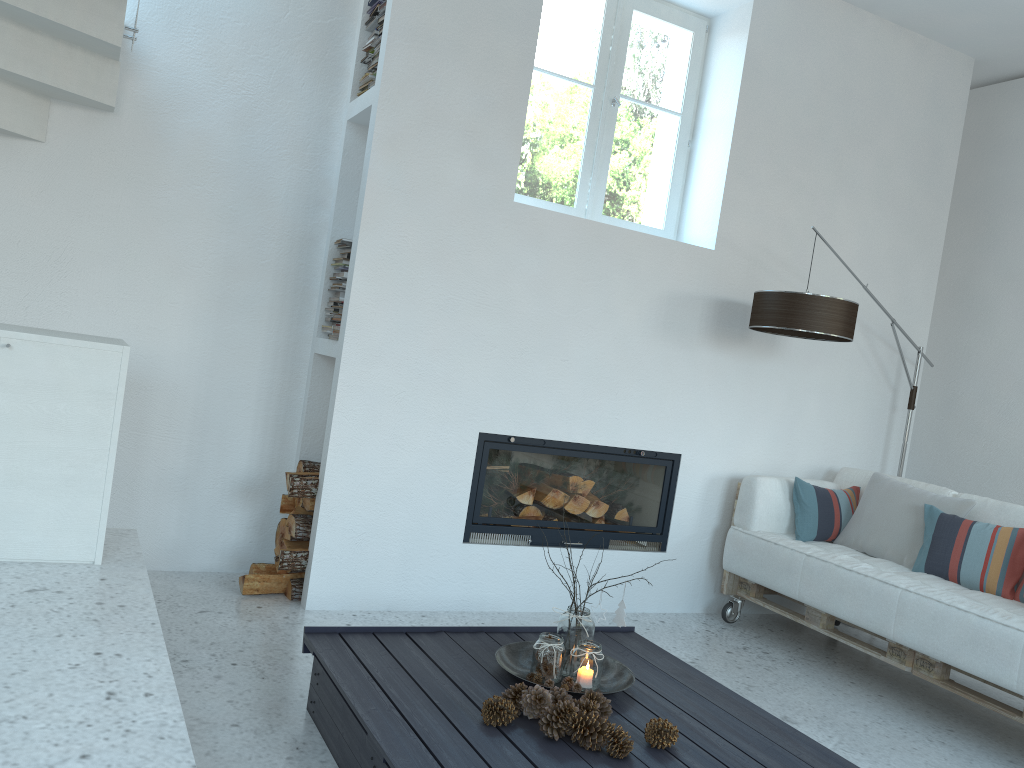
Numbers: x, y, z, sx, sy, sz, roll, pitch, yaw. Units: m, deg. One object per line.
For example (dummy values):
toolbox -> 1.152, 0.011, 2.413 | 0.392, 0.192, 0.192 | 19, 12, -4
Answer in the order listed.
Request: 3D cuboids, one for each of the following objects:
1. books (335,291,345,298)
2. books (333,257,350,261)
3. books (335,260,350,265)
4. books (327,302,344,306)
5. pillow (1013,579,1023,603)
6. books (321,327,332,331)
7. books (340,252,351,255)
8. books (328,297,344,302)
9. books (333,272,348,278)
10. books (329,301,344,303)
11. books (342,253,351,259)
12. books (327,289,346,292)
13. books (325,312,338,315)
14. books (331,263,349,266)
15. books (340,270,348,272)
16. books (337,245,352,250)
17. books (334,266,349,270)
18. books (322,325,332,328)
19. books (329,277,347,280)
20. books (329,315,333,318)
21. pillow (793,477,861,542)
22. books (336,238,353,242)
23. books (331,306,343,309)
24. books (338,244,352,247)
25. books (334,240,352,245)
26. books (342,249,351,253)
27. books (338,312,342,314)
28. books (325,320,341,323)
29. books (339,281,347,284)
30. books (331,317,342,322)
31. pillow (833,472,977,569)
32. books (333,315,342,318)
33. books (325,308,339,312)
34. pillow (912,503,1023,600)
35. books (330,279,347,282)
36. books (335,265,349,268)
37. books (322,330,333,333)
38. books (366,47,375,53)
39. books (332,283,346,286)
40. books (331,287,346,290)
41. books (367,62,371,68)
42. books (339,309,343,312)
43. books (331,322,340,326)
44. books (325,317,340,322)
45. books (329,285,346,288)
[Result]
books -> -0.677, -0.384, 3.999 | 0.223, 0.028, 0.141 | 8, 2, -22
books -> -0.649, -0.537, 3.991 | 0.285, 0.008, 0.159 | 8, 2, -29
books -> -0.652, -0.525, 3.995 | 0.263, 0.017, 0.156 | 8, 2, -26
books -> -0.679, -0.339, 3.991 | 0.282, 0.016, 0.162 | 8, 2, -23
pillow -> 2.203, 0.746, 3.441 | 0.197, 0.350, 0.488 | 7, 2, -29
books -> -0.697, -0.227, 3.997 | 0.290, 0.013, 0.156 | 8, 2, -31
books -> -0.638, -0.566, 3.977 | 0.225, 0.005, 0.192 | 8, 2, -28
books -> -0.674, -0.361, 3.985 | 0.263, 0.016, 0.192 | 8, 2, -27
books -> -0.652, -0.466, 3.979 | 0.262, 0.023, 0.200 | 8, 2, -27
books -> -0.673, -0.349, 3.981 | 0.254, 0.007, 0.188 | 8, 2, -30
books -> -0.648, -0.553, 3.994 | 0.218, 0.025, 0.141 | 8, 2, -22
books -> -0.674, -0.402, 3.996 | 0.285, 0.008, 0.159 | 8, 2, -26
books -> -0.686, -0.294, 3.992 | 0.283, 0.010, 0.169 | 8, 2, -24
books -> -0.659, -0.514, 4.004 | 0.295, 0.007, 0.135 | 8, 2, -28
books -> -0.650, -0.486, 3.979 | 0.190, 0.016, 0.182 | 8, 2, -32
books -> -0.633, -0.589, 3.974 | 0.262, 0.006, 0.184 | 8, 2, -31
books -> -0.660, -0.500, 4.002 | 0.269, 0.009, 0.132 | 8, 2, -24
books -> -0.693, -0.237, 3.991 | 0.291, 0.007, 0.174 | 8, 2, -30
books -> -0.664, -0.453, 4.000 | 0.295, 0.007, 0.146 | 8, 2, -25
books -> -0.695, -0.285, 4.009 | 0.242, 0.012, 0.137 | 8, 2, -25
pillow -> 1.576, 0.640, 4.434 | 0.438, 0.317, 0.175 | 8, 2, -18
books -> -0.634, -0.618, 3.983 | 0.290, 0.008, 0.160 | 8, 2, -23
books -> -0.635, -0.311, 3.793 | 0.253, 0.006, 0.141 | 8, 2, -25
books -> -0.645, -0.600, 4.000 | 0.254, 0.010, 0.138 | 8, 2, -28
books -> -0.643, -0.610, 3.998 | 0.296, 0.011, 0.136 | 8, 2, -25
books -> -0.641, -0.579, 3.986 | 0.203, 0.018, 0.159 | 8, 2, -32
books -> -0.642, -0.288, 3.801 | 0.180, 0.010, 0.153 | 8, 2, -23
books -> -0.690, -0.263, 3.993 | 0.285, 0.006, 0.159 | 8, 2, -22
books -> -0.659, -0.437, 3.985 | 0.206, 0.012, 0.183 | 8, 2, -25
books -> -0.646, -0.261, 3.801 | 0.219, 0.013, 0.157 | 8, 2, -29
pillow -> 1.829, 0.652, 4.166 | 0.239, 0.407, 0.594 | 7, 2, -31
books -> -0.641, -0.272, 3.794 | 0.225, 0.011, 0.142 | 8, 2, -25
books -> -0.687, -0.314, 3.999 | 0.285, 0.012, 0.159 | 8, 2, -28
pillow -> 1.963, 0.723, 3.804 | 0.204, 0.322, 0.478 | 7, 3, -45
books -> -0.666, -0.447, 4.002 | 0.290, 0.005, 0.126 | 8, 2, -32
books -> -0.653, -0.506, 3.992 | 0.254, 0.006, 0.160 | 8, 2, -25
books -> -0.705, -0.218, 4.011 | 0.294, 0.008, 0.132 | 8, 2, -24
books -> -0.503, -1.458, 3.951 | 0.249, 0.006, 0.189 | 8, 2, -29
books -> -0.665, -0.426, 3.995 | 0.254, 0.012, 0.160 | 8, 2, -29
books -> -0.672, -0.411, 4.004 | 0.266, 0.010, 0.145 | 8, 2, -28
books -> -0.513, -1.402, 3.953 | 0.236, 0.015, 0.150 | 8, 2, -24
books -> -0.640, -0.300, 3.800 | 0.174, 0.017, 0.153 | 8, 2, -23
books -> -0.689, -0.249, 3.986 | 0.215, 0.019, 0.185 | 8, 2, -23
books -> -0.689, -0.272, 3.992 | 0.285, 0.012, 0.159 | 8, 2, -22
books -> -0.662, -0.416, 3.986 | 0.289, 0.005, 0.169 | 8, 2, -23
